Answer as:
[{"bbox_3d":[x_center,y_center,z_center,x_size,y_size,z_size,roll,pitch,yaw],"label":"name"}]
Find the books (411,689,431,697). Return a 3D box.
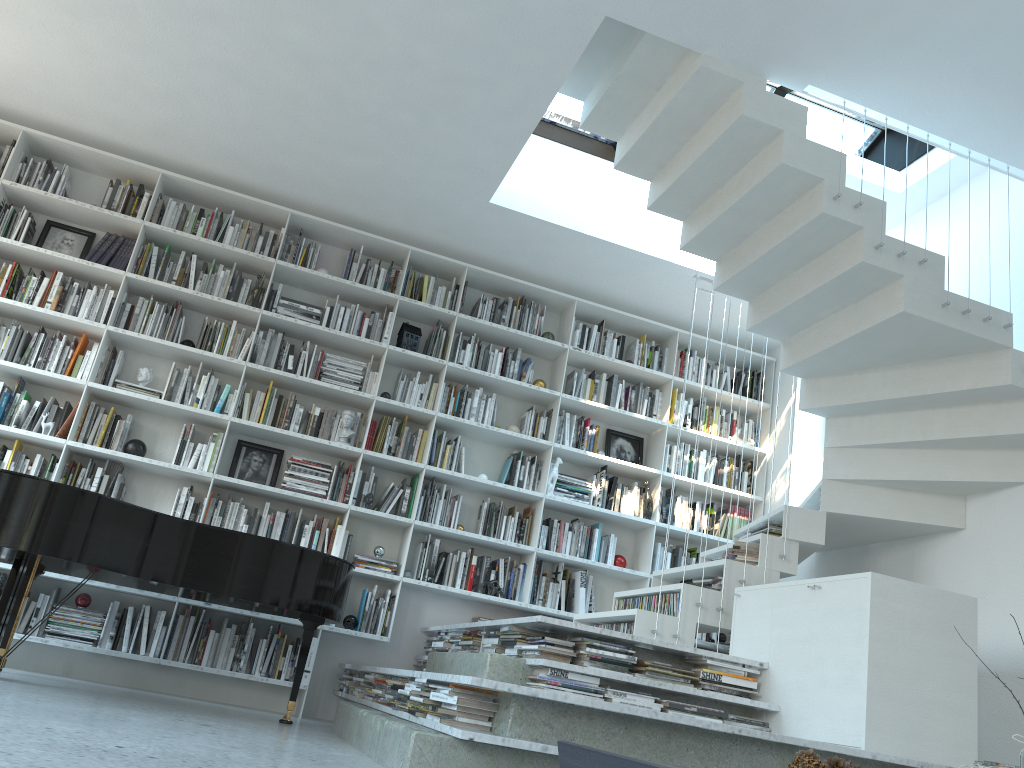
[{"bbox_3d":[-0.273,1.210,3.432,0.168,0.013,0.282,17,-21,-19],"label":"books"}]

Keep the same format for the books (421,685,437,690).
[{"bbox_3d":[-0.251,1.192,3.445,0.133,0.008,0.285,17,-21,-18],"label":"books"}]

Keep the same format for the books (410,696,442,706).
[{"bbox_3d":[-0.279,1.232,3.423,0.191,0.015,0.247,15,-20,-13],"label":"books"}]

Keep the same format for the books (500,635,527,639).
[{"bbox_3d":[0.067,1.207,4.182,0.168,0.013,0.282,17,-21,-17],"label":"books"}]

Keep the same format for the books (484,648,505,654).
[{"bbox_3d":[-0.033,1.349,4.443,0.167,0.024,0.193,15,-20,-13],"label":"books"}]

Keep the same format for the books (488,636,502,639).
[{"bbox_3d":[-0.018,1.290,4.465,0.145,0.017,0.209,17,-21,-19],"label":"books"}]

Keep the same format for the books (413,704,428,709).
[{"bbox_3d":[-0.272,1.258,3.419,0.170,0.006,0.269,15,-20,-14],"label":"books"}]

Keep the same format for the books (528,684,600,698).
[{"bbox_3d":[0.213,1.272,3.669,0.264,0.006,0.165,15,-20,-13],"label":"books"}]

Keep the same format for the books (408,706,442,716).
[{"bbox_3d":[-0.282,1.268,3.412,0.178,0.009,0.277,16,-20,-16],"label":"books"}]

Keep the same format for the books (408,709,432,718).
[{"bbox_3d":[-0.294,1.277,3.406,0.191,0.016,0.209,14,-20,-9],"label":"books"}]

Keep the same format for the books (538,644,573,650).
[{"bbox_3d":[0.192,1.167,3.932,0.091,0.011,0.190,16,-20,-16],"label":"books"}]

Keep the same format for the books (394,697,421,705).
[{"bbox_3d":[-0.377,1.330,3.693,0.189,0.013,0.215,16,-20,-16],"label":"books"}]

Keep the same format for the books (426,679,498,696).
[{"bbox_3d":[-0.179,1.083,3.166,0.192,0.014,0.257,17,-21,-18],"label":"books"}]

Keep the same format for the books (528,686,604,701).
[{"bbox_3d":[0.217,1.280,3.646,0.262,0.023,0.200,16,-20,-16],"label":"books"}]

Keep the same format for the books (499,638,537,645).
[{"bbox_3d":[0.063,1.221,4.177,0.187,0.009,0.251,15,-20,-14],"label":"books"}]

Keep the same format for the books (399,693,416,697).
[{"bbox_3d":[-0.368,1.313,3.701,0.171,0.007,0.261,14,-20,-11],"label":"books"}]

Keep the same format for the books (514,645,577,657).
[{"bbox_3d":[0.145,1.178,3.913,0.185,0.014,0.298,16,-20,-15],"label":"books"}]

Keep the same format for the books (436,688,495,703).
[{"bbox_3d":[-0.170,1.110,3.162,0.165,0.015,0.244,14,-20,-10],"label":"books"}]

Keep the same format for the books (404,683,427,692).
[{"bbox_3d":[-0.350,1.285,3.715,0.141,0.028,0.223,17,-21,-19],"label":"books"}]

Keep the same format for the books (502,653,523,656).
[{"bbox_3d":[0.060,1.282,4.158,0.154,0.007,0.293,14,-20,-11],"label":"books"}]

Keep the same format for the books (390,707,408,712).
[{"bbox_3d":[-0.389,1.364,3.679,0.193,0.005,0.225,17,-21,-18],"label":"books"}]

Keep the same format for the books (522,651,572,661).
[{"bbox_3d":[0.154,1.200,3.910,0.153,0.015,0.208,17,-21,-17],"label":"books"}]

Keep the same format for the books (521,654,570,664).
[{"bbox_3d":[0.146,1.211,3.904,0.161,0.014,0.213,14,-20,-10],"label":"books"}]

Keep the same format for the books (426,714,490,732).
[{"bbox_3d":[-0.191,1.195,3.130,0.184,0.017,0.231,15,-20,-12],"label":"books"}]

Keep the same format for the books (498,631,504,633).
[{"bbox_3d":[-0.007,1.265,4.476,0.134,0.014,0.182,14,-20,-9],"label":"books"}]

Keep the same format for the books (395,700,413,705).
[{"bbox_3d":[-0.373,1.341,3.691,0.180,0.008,0.268,16,-20,-15],"label":"books"}]

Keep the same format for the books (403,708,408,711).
[{"bbox_3d":[-0.369,1.364,3.686,0.148,0.008,0.237,14,-20,-9],"label":"books"}]

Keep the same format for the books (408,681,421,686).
[{"bbox_3d":[-0.349,1.265,3.721,0.139,0.013,0.289,14,-20,-9],"label":"books"}]

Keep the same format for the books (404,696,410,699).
[{"bbox_3d":[-0.353,1.326,3.702,0.145,0.010,0.267,16,-20,-15],"label":"books"}]

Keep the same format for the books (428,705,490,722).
[{"bbox_3d":[-0.191,1.164,3.139,0.187,0.017,0.206,14,-20,-9],"label":"books"}]

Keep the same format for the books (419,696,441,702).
[{"bbox_3d":[-0.266,1.227,3.430,0.150,0.004,0.291,14,-20,-10],"label":"books"}]

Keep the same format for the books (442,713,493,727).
[{"bbox_3d":[-0.160,1.188,3.142,0.132,0.014,0.206,15,-20,-14],"label":"books"}]

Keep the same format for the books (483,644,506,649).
[{"bbox_3d":[-0.040,1.328,4.446,0.178,0.015,0.188,14,-20,-9],"label":"books"}]

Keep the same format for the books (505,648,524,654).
[{"bbox_3d":[0.068,1.267,4.165,0.155,0.028,0.190,15,-20,-13],"label":"books"}]

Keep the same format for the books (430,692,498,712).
[{"bbox_3d":[-0.174,1.129,3.155,0.157,0.027,0.288,17,-21,-19],"label":"books"}]

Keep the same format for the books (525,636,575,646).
[{"bbox_3d":[0.168,1.140,3.932,0.149,0.014,0.229,16,-20,-16],"label":"books"}]

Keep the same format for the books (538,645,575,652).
[{"bbox_3d":[0.170,1.172,3.923,0.137,0.012,0.243,15,-20,-13],"label":"books"}]

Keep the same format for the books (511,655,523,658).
[{"bbox_3d":[0.061,1.295,4.155,0.142,0.020,0.231,14,-20,-9],"label":"books"}]

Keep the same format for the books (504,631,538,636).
[{"bbox_3d":[0.071,1.191,4.188,0.170,0.008,0.209,14,-20,-11],"label":"books"}]

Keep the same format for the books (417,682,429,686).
[{"bbox_3d":[-0.269,1.178,3.442,0.178,0.010,0.196,14,-20,-9],"label":"books"}]

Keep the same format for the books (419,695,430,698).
[{"bbox_3d":[-0.256,1.225,3.434,0.131,0.007,0.292,17,-21,-18],"label":"books"}]

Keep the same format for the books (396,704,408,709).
[{"bbox_3d":[-0.371,1.356,3.687,0.171,0.005,0.298,16,-20,-15],"label":"books"}]

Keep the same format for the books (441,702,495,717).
[{"bbox_3d":[-0.159,1.156,3.152,0.137,0.019,0.225,15,-20,-13],"label":"books"}]

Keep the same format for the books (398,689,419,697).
[{"bbox_3d":[-0.368,1.302,3.704,0.180,0.016,0.183,17,-21,-17],"label":"books"}]

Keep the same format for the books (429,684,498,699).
[{"bbox_3d":[-0.174,1.096,3.164,0.176,0.010,0.267,17,-21,-18],"label":"books"}]

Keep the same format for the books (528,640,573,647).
[{"bbox_3d":[0.169,1.151,3.929,0.132,0.009,0.270,14,-20,-10],"label":"books"}]

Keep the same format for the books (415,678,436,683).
[{"bbox_3d":[-0.267,1.166,3.447,0.182,0.016,0.257,14,-20,-11],"label":"books"}]

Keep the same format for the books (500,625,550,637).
[{"bbox_3d":[0.061,1.173,4.190,0.189,0.022,0.238,14,-20,-9],"label":"books"}]

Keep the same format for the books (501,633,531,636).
[{"bbox_3d":[0.070,1.198,4.186,0.171,0.007,0.261,16,-20,-16],"label":"books"}]

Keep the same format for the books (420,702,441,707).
[{"bbox_3d":[-0.262,1.251,3.424,0.154,0.014,0.197,15,-20,-14],"label":"books"}]

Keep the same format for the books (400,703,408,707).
[{"bbox_3d":[-0.369,1.350,3.690,0.159,0.009,0.276,14,-20,-11],"label":"books"}]

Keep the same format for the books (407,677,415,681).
[{"bbox_3d":[-0.347,1.253,3.725,0.157,0.014,0.216,15,-20,-12],"label":"books"}]

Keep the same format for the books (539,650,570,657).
[{"bbox_3d":[0.162,1.192,3.915,0.134,0.006,0.228,14,-20,-10],"label":"books"}]

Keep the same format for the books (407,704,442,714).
[{"bbox_3d":[-0.287,1.260,3.413,0.191,0.006,0.276,15,-20,-12],"label":"books"}]

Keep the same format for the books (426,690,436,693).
[{"bbox_3d":[-0.251,1.206,3.441,0.133,0.009,0.210,14,-20,-10],"label":"books"}]

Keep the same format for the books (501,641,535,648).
[{"bbox_3d":[0.064,1.239,4.172,0.177,0.026,0.231,15,-20,-14],"label":"books"}]

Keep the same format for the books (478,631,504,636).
[{"bbox_3d":[-0.037,1.270,4.464,0.192,0.014,0.257,17,-21,-18],"label":"books"}]

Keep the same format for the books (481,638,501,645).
[{"bbox_3d":[-0.032,1.309,4.455,0.174,0.029,0.251,16,-20,-16],"label":"books"}]

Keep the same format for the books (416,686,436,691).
[{"bbox_3d":[-0.263,1.196,3.440,0.175,0.006,0.252,15,-20,-14],"label":"books"}]
